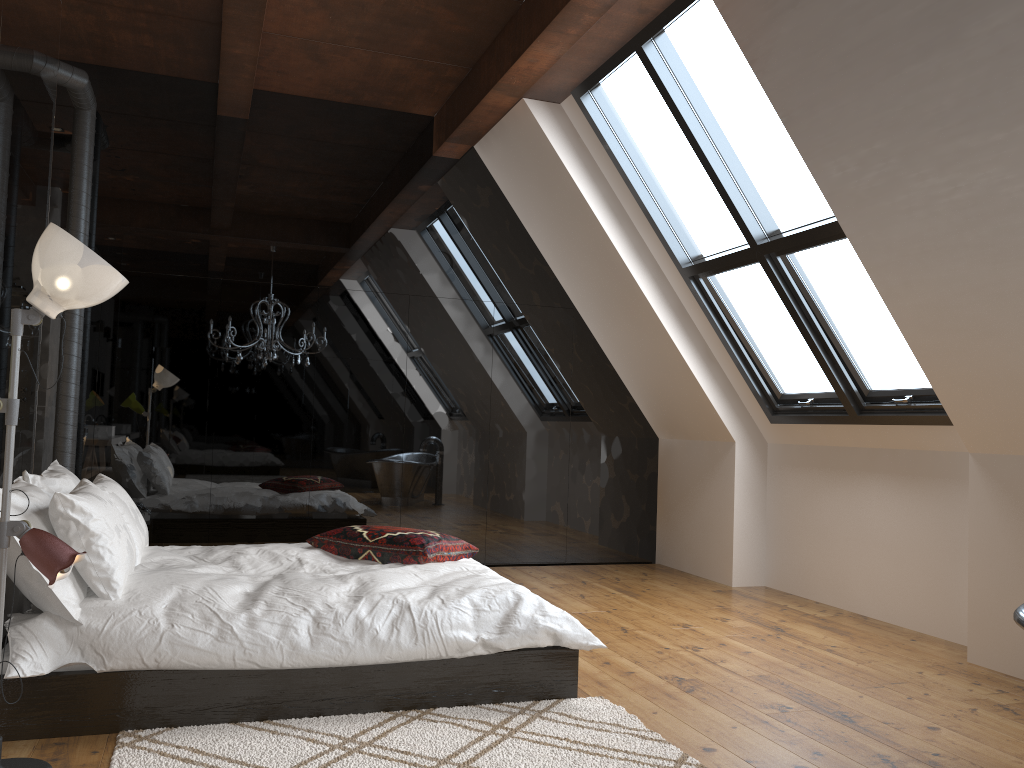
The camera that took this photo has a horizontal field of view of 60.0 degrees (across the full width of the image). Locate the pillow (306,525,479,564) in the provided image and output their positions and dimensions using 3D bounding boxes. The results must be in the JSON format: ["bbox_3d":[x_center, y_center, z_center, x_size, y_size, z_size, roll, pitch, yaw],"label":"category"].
[{"bbox_3d":[-0.586,0.791,4.400,0.748,0.157,0.453,0,-3,31],"label":"pillow"}]

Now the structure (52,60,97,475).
[{"bbox_3d":[-3.198,-0.379,5.194,1.189,3.140,0.829,3,-3,-19],"label":"structure"}]

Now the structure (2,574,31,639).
[{"bbox_3d":[-2.100,0.901,3.587,0.206,0.494,2.820,3,-3,-19],"label":"structure"}]

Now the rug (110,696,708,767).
[{"bbox_3d":[0.057,1.120,1.698,1.726,0.019,3.139,3,-3,-19],"label":"rug"}]

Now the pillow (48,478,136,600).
[{"bbox_3d":[-1.564,0.576,3.326,0.276,0.397,0.744,3,-3,-19],"label":"pillow"}]

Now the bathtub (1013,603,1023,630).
[{"bbox_3d":[2.073,0.882,1.872,1.811,0.652,0.872,-1,-4,43],"label":"bathtub"}]

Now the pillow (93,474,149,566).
[{"bbox_3d":[-1.830,0.627,4.073,0.291,0.385,0.748,3,-3,-19],"label":"pillow"}]

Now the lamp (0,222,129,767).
[{"bbox_3d":[-1.412,0.324,2.480,0.561,1.582,0.270,3,-3,-22],"label":"lamp"}]

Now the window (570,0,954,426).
[{"bbox_3d":[1.422,-0.873,5.053,1.702,2.162,1.713,3,-3,-19],"label":"window"}]

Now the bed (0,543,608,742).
[{"bbox_3d":[-1.023,0.990,4.097,2.169,0.442,2.300,3,-3,-19],"label":"bed"}]

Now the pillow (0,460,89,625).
[{"bbox_3d":[-1.857,0.589,3.654,0.358,0.517,1.746,3,-3,-20],"label":"pillow"}]
